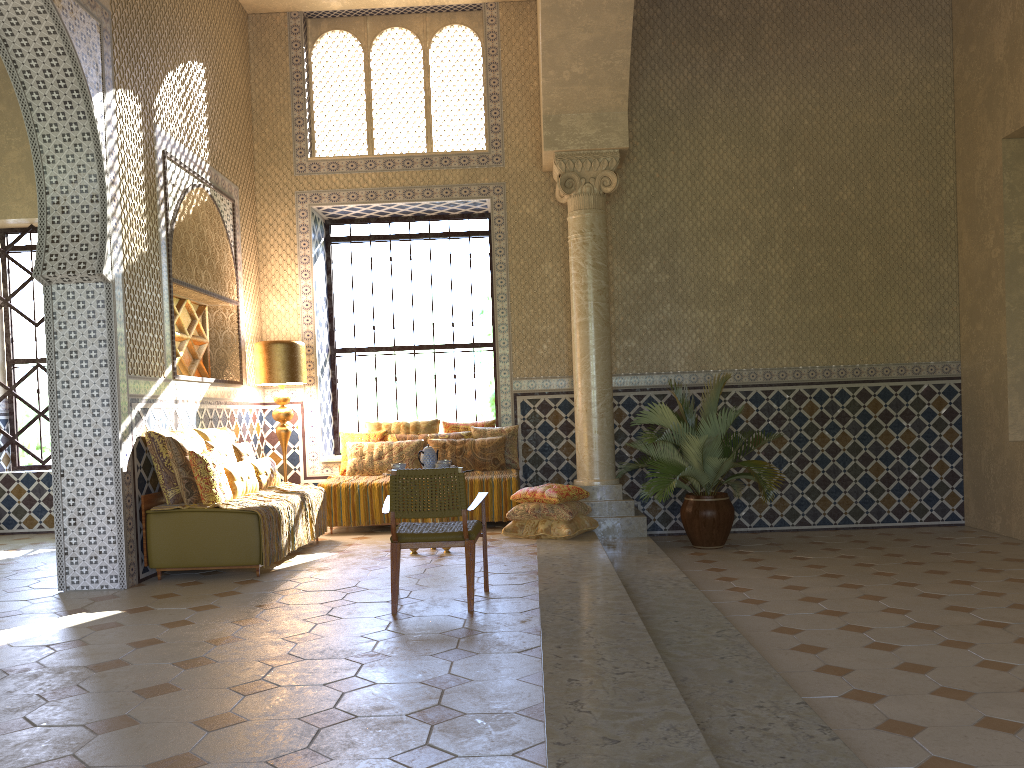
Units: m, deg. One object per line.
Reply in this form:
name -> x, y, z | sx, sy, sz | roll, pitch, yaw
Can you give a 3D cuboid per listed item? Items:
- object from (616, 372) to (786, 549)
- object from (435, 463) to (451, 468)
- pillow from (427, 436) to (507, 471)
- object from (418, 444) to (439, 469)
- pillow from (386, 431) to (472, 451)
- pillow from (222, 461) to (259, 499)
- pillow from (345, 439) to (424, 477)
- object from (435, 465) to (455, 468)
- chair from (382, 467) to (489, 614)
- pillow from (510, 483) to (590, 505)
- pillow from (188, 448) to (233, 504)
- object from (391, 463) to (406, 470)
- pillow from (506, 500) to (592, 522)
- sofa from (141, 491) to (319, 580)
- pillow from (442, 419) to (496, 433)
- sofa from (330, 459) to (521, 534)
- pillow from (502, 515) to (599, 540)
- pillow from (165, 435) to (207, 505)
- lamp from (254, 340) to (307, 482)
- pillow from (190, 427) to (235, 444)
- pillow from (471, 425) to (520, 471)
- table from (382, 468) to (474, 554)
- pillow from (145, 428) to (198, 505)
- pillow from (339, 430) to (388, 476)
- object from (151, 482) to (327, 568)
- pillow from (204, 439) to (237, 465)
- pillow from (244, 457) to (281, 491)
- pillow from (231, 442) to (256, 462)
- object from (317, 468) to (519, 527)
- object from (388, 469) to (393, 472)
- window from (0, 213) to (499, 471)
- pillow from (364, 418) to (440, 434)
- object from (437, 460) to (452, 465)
object -> 2.843, 1.067, 12.517 | 2.640, 2.505, 2.164 | -2, 0, -12
object -> -0.804, 0.978, 10.380 | 0.183, 0.100, 0.183 | -2, -1, -3
pillow -> -0.677, 1.075, 13.204 | 1.191, 0.547, 0.329 | -2, 1, 1
object -> -1.008, 0.888, 10.703 | 0.273, 0.324, 0.199 | -2, 1, -9
pillow -> -1.252, 1.048, 13.434 | 1.341, 0.616, 0.370 | -2, 1, 1
pillow -> -3.244, 1.156, 10.513 | 0.271, 0.451, 0.982 | -2, -1, 1
pillow -> -1.902, 1.121, 13.231 | 1.191, 0.547, 0.329 | -2, 1, 1
object -> -0.838, 1.037, 11.017 | 0.255, 0.032, 0.256 | -1, -2, -20
chair -> -0.692, 1.322, 7.848 | 0.950, 1.211, 0.906 | -2, 0, 1
pillow -> 0.510, 1.491, 11.825 | 0.804, 0.311, 0.747 | -3, -2, 35
pillow -> -3.288, 1.035, 9.711 | 0.345, 0.652, 0.684 | -2, 0, 1
object -> -1.364, 1.008, 10.674 | 0.183, 0.100, 0.183 | -2, -1, -18
pillow -> 0.502, 1.700, 11.839 | 0.932, 0.348, 0.879 | -3, -1, 22
sofa -> -3.216, 1.661, 10.710 | 1.273, 0.938, 2.849 | -2, -1, 1
pillow -> -0.661, 0.957, 13.716 | 0.855, 0.801, 0.393 | -2, 1, 2
sofa -> -1.296, 1.669, 13.205 | 2.849, 0.938, 1.273 | -2, -1, 1
pillow -> 0.528, 1.902, 11.853 | 0.992, 0.368, 1.042 | -3, -2, 26
pillow -> -3.550, 0.955, 9.858 | 0.383, 0.781, 0.834 | -2, 0, 2
lamp -> -3.384, 0.786, 13.129 | 0.736, 2.817, 0.737 | -3, 1, -30
pillow -> -3.721, 0.965, 11.281 | 0.422, 0.833, 1.192 | -2, -1, 1
pillow -> -0.255, 0.981, 13.431 | 0.741, 0.694, 0.340 | -2, 1, 2
table -> -0.988, 1.537, 10.679 | 1.101, 0.981, 1.099 | -2, 0, 31
pillow -> -3.747, 0.928, 10.085 | 0.422, 0.833, 1.192 | -2, -1, 1
pillow -> -2.261, 1.056, 13.476 | 0.741, 0.694, 0.340 | -2, 1, 2
object -> -3.155, 1.650, 10.696 | 1.314, 0.718, 2.886 | -2, -2, 1
pillow -> -3.455, 1.010, 10.600 | 0.340, 0.694, 0.740 | -2, 0, 2
pillow -> -3.224, 1.185, 11.449 | 0.271, 0.451, 0.982 | -2, -1, 1
pillow -> -3.437, 1.064, 11.403 | 0.313, 0.638, 0.681 | -2, 0, 2
object -> -1.337, 1.659, 13.143 | 2.885, 0.719, 1.314 | -2, -1, 1
object -> -1.363, 1.046, 10.676 | 0.255, 0.032, 0.256 | -1, -2, -20
window -> -4.471, -0.700, 14.561 | 8.482, 3.995, 0.573 | -2, 1, -2
pillow -> -1.699, 0.966, 13.680 | 1.192, 0.833, 0.422 | -2, 1, 1
object -> -0.839, 0.999, 11.015 | 0.183, 0.100, 0.183 | -2, -1, -10
